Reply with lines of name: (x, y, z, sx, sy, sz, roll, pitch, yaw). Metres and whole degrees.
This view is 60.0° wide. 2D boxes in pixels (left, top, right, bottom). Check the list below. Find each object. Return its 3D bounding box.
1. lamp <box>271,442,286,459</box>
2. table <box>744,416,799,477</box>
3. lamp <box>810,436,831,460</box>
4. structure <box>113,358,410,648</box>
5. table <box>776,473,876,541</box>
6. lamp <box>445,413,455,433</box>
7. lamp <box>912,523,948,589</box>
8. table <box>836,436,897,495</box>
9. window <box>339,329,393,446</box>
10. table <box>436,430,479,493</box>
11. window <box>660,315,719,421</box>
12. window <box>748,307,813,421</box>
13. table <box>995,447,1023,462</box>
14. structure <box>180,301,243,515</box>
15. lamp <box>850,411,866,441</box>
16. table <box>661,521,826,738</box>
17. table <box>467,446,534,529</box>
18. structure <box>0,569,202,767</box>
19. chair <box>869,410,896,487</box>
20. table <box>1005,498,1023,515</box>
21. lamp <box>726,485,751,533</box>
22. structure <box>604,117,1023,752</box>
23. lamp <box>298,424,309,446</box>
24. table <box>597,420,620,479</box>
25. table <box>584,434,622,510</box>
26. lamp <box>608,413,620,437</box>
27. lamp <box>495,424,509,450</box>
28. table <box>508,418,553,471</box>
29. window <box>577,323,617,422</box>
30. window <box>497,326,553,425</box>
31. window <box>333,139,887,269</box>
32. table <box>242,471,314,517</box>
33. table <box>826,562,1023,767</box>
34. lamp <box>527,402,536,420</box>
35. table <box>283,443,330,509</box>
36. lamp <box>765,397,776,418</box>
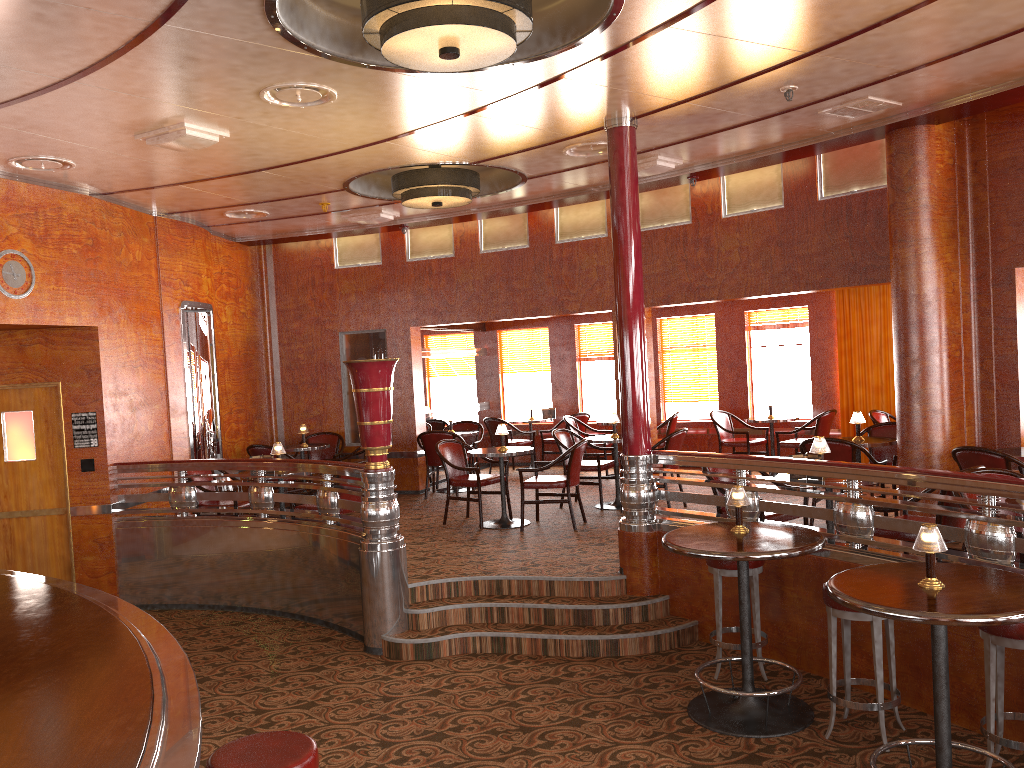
lamp: (-2.036, 0.632, 7.735, 0.130, 0.250, 0.130, -2, 2, 22)
table: (3.128, 0.765, 10.641, 0.640, 0.720, 0.639, -3, 2, 11)
lamp: (1.978, 0.462, 5.687, 0.130, 0.250, 0.130, -1, 3, 40)
structure: (-2.025, 0.882, 7.061, 3.169, 2.025, 0.623, -2, 2, 33)
table: (2.052, 0.944, 5.711, 0.639, 0.720, 0.640, -4, 2, -36)
lamp: (-0.765, 0.482, 11.048, 0.130, 0.250, 0.130, -1, 3, 40)
lamp: (1.686, 0.690, 3.575, 0.130, 0.250, 0.130, -3, 2, 13)
table: (3.006, 0.844, 7.675, 0.640, 0.720, 0.639, -3, 2, 4)
window: (-1.771, 0.047, 11.167, 0.806, 1.441, 0.257, -2, 2, 18)
table: (-0.718, 0.965, 11.054, 0.640, 0.720, 0.639, -2, 2, 22)
window: (2.426, -0.207, 12.061, 0.820, 1.421, 0.040, -2, 3, 34)
window: (3.430, -0.243, 11.302, 0.820, 1.421, 0.040, -1, 3, 40)
table: (3.748, 0.837, 6.263, 0.640, 0.720, 0.639, -3, 2, 13)
structure: (-3.171, 0.325, 9.246, 0.557, 2.355, 0.811, -3, 2, 14)
lamp: (2.987, 0.359, 7.654, 0.130, 0.250, 0.130, -1, 3, 40)
table: (1.256, 1.291, 4.766, 0.849, 0.961, 0.849, -4, 2, -27)
table: (-0.089, 0.992, 8.530, 0.640, 0.720, 0.639, -2, 2, 22)
structure: (-2.223, 1.519, 1.437, 3.207, 1.048, 7.807, -3, 1, -7)
chair: (4.206, 0.683, 9.574, 0.615, 0.817, 0.587, -1, 3, 43)
table: (2.793, 0.936, 4.345, 0.640, 0.720, 0.639, -2, 2, 36)
lamp: (1.241, 0.683, 4.857, 0.130, 0.250, 0.130, -3, 2, 4)
structure: (1.970, -0.071, 4.645, 0.548, 3.607, 4.353, -5, 2, -33)
lamp: (-2.413, 0.591, 10.264, 0.130, 0.250, 0.130, -1, 3, 40)
table: (1.439, 0.836, 11.509, 0.640, 0.720, 0.639, -3, 2, 4)
table: (1.091, 0.911, 9.223, 0.640, 0.720, 0.639, -2, 2, 22)
lamp: (1.064, 0.426, 9.214, 0.130, 0.250, 0.130, -5, 3, -41)
lamp: (-0.093, 0.507, 8.500, 0.130, 0.250, 0.130, -1, 3, 40)
table: (0.283, 0.869, 12.767, 0.639, 0.720, 0.639, -4, 2, -27)
window: (1.356, -0.164, 12.722, 0.820, 1.421, 0.040, -2, 2, 29)
window: (0.221, -0.115, 13.264, 0.838, 1.437, 0.150, -2, 2, 24)
window: (2.273, -1.830, 7.161, 1.955, 0.480, 11.949, -4, 2, -40)
table: (-2.006, 1.116, 7.753, 0.640, 0.720, 0.639, -2, 2, 22)
table: (1.746, 1.292, 3.602, 0.849, 0.961, 0.849, -3, 2, -5)
lamp: (0.278, 0.384, 12.728, 0.130, 0.250, 0.130, -4, 2, -13)
table: (-2.412, 1.077, 10.273, 0.640, 0.720, 0.639, -2, 2, 22)
lamp: (3.096, 0.281, 10.621, 0.130, 0.250, 0.130, -4, 2, -16)
